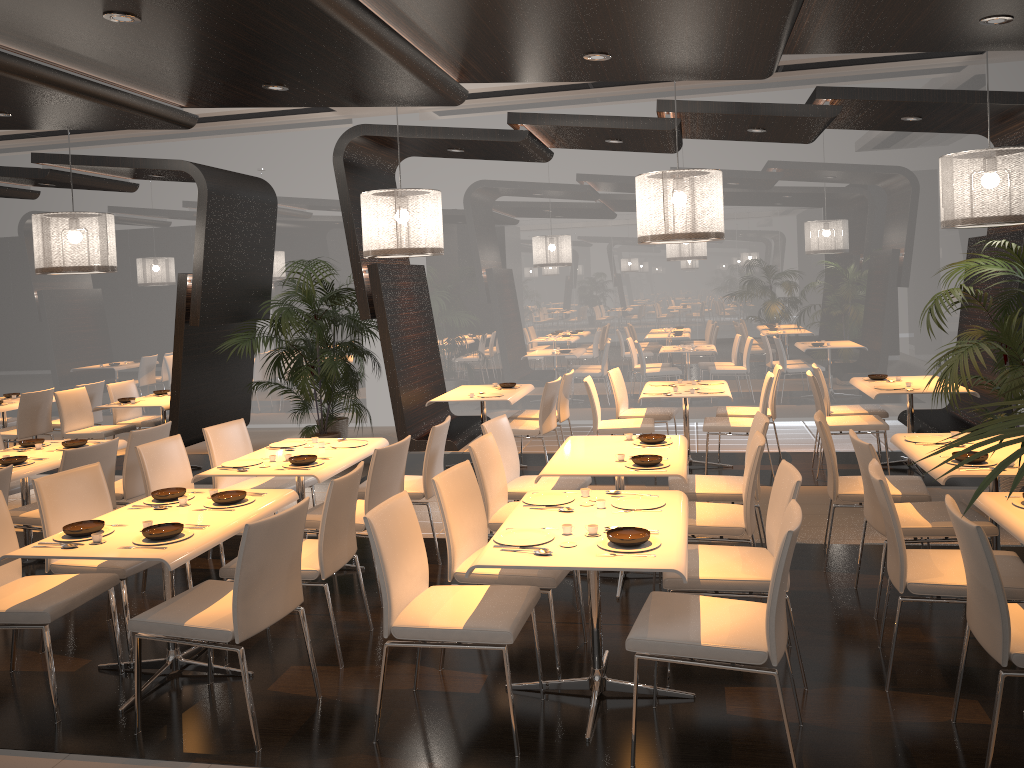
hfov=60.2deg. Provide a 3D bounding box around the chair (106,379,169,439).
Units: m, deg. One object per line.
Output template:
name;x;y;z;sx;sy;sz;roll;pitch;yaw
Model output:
chair;-3.946;0.404;9.487;0.605;0.867;0.486;-2;3;14

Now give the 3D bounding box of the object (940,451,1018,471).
object;2.355;0.380;4.466;0.303;0.044;0.367;-1;6;11

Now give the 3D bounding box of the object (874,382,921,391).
object;3.202;0.021;7.352;0.334;0.038;0.379;-2;6;6

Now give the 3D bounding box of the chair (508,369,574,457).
chair;0.309;0.319;8.585;0.605;0.871;0.486;-2;3;14

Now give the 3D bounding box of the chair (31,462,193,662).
chair;-2.037;0.878;4.516;0.605;0.867;0.486;-1;3;19

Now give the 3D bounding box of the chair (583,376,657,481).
chair;0.954;0.378;7.808;0.605;0.871;0.486;-2;3;9

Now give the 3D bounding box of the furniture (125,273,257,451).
furniture;-3.193;-0.269;8.961;0.757;1.670;1.409;-2;4;12

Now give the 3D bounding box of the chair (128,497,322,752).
chair;-1.168;0.937;3.651;0.605;0.867;0.486;-1;3;19

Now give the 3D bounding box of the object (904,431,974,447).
object;2.445;0.312;5.061;0.334;0.038;0.379;-2;6;6

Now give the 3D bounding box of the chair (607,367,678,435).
chair;1.248;0.291;8.445;0.605;0.867;0.486;-1;3;19

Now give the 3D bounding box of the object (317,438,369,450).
object;-1.115;0.381;5.856;0.335;0.038;0.379;-2;6;1

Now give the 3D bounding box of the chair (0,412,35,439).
chair;-5.762;0.440;9.884;0.605;0.867;0.486;-1;3;19

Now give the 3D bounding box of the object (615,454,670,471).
object;0.705;0.416;4.802;0.303;0.044;0.367;-1;6;11

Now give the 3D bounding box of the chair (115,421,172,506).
chair;-2.718;0.724;6.154;0.605;0.867;0.486;-2;3;14

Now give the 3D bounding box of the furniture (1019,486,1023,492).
furniture;3.117;0.026;3.850;0.757;1.668;2.917;-2;5;12

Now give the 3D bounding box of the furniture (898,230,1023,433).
furniture;3.818;-0.418;7.521;0.757;1.670;1.409;-2;4;12

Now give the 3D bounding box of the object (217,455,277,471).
object;-1.583;0.467;5.273;0.334;0.038;0.379;-2;6;6

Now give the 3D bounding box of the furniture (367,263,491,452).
furniture;-0.738;-0.321;8.456;0.757;1.670;1.409;-2;4;12

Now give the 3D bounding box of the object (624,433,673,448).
object;0.834;0.338;5.438;0.303;0.044;0.367;-1;6;11

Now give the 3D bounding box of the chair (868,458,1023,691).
chair;1.845;0.794;3.735;0.605;0.867;0.486;-1;3;19

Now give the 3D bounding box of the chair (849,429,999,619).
chair;2.079;0.696;4.534;0.605;0.871;0.486;-2;3;9

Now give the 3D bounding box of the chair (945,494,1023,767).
chair;1.865;0.869;3.065;0.605;0.867;0.486;-2;3;14

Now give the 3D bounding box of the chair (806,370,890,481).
chair;2.816;0.335;7.451;0.605;0.871;0.486;-2;3;14

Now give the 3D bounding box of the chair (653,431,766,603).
chair;1.054;0.718;4.720;0.605;0.867;0.486;-2;3;14

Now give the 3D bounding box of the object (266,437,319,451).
object;-1.461;0.394;5.874;0.334;0.038;0.379;-2;6;6

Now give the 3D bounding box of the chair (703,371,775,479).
chair;1.959;0.352;7.617;0.605;0.867;0.486;-2;3;14

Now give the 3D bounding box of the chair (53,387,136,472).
chair;-4.195;0.482;8.891;0.605;0.867;0.486;-2;3;14

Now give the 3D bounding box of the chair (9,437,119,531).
chair;-2.813;0.798;5.533;0.605;0.867;0.486;-1;3;19

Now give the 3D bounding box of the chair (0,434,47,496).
chair;-3.713;0.737;6.431;0.605;0.867;0.486;-1;3;19

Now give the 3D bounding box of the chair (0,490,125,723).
chair;-2.163;0.950;3.929;0.605;0.867;0.486;-2;3;9

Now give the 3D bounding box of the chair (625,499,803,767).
chair;0.765;0.898;3.254;0.605;0.871;0.486;-1;3;19

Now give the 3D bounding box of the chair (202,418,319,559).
chair;-1.704;0.699;5.981;0.605;0.867;0.486;-1;3;19

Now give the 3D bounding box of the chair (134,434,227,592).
chair;-1.902;0.773;5.397;0.605;0.867;0.486;-2;3;14

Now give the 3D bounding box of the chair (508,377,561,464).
chair;0.139;0.393;7.972;0.605;0.867;0.486;-1;3;19

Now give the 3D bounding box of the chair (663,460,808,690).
chair;0.972;0.815;3.918;0.605;0.871;0.486;-2;3;9

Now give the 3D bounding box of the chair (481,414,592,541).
chair;0.155;0.657;5.619;0.605;0.867;0.486;-1;3;19

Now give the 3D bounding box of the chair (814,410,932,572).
chair;2.109;0.620;5.202;0.605;0.871;0.486;-1;3;19

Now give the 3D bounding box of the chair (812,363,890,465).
chair;3.065;0.255;8.047;0.605;0.867;0.486;-2;3;14

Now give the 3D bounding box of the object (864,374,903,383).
object;3.330;-0.056;7.956;0.303;0.044;0.367;-1;6;11

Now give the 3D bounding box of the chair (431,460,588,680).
chair;-0.016;0.836;4.119;0.605;0.871;0.486;-1;3;19

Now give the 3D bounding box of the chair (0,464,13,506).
chair;-3.011;0.906;4.677;0.605;0.871;0.486;-2;3;9

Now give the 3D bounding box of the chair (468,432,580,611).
chair;0.101;0.739;4.932;0.605;0.871;0.486;-2;3;14

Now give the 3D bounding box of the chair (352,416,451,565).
chair;-0.699;0.677;5.783;0.605;0.867;0.486;-2;3;9

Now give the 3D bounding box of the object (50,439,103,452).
object;-3.097;0.422;6.246;0.303;0.044;0.367;-1;6;11

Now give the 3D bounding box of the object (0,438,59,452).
object;-3.418;0.429;6.307;0.303;0.044;0.367;-1;6;11

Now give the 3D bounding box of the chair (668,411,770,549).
chair;1.262;0.635;5.384;0.605;0.867;0.486;-2;3;9

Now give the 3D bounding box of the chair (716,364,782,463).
chair;2.208;0.276;8.214;0.605;0.871;0.486;-2;3;14

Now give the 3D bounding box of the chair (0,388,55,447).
chair;-5.051;0.504;9.057;0.605;0.871;0.486;-2;3;14

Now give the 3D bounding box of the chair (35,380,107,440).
chair;-4.802;0.425;9.653;0.605;0.871;0.486;-2;3;14

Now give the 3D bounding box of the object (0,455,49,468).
object;-3.203;0.492;5.664;0.303;0.044;0.367;-1;6;11

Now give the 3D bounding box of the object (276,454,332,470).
object;-1.257;0.452;5.251;0.303;0.044;0.367;-1;6;11

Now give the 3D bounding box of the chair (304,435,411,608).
chair;-0.907;0.763;5.120;0.605;0.871;0.486;-1;3;19

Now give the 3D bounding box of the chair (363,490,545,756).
chair;-0.230;0.911;3.532;0.605;0.871;0.486;-2;3;14

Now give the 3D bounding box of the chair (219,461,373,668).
chair;-1.036;0.857;4.330;0.605;0.871;0.486;-2;3;9
